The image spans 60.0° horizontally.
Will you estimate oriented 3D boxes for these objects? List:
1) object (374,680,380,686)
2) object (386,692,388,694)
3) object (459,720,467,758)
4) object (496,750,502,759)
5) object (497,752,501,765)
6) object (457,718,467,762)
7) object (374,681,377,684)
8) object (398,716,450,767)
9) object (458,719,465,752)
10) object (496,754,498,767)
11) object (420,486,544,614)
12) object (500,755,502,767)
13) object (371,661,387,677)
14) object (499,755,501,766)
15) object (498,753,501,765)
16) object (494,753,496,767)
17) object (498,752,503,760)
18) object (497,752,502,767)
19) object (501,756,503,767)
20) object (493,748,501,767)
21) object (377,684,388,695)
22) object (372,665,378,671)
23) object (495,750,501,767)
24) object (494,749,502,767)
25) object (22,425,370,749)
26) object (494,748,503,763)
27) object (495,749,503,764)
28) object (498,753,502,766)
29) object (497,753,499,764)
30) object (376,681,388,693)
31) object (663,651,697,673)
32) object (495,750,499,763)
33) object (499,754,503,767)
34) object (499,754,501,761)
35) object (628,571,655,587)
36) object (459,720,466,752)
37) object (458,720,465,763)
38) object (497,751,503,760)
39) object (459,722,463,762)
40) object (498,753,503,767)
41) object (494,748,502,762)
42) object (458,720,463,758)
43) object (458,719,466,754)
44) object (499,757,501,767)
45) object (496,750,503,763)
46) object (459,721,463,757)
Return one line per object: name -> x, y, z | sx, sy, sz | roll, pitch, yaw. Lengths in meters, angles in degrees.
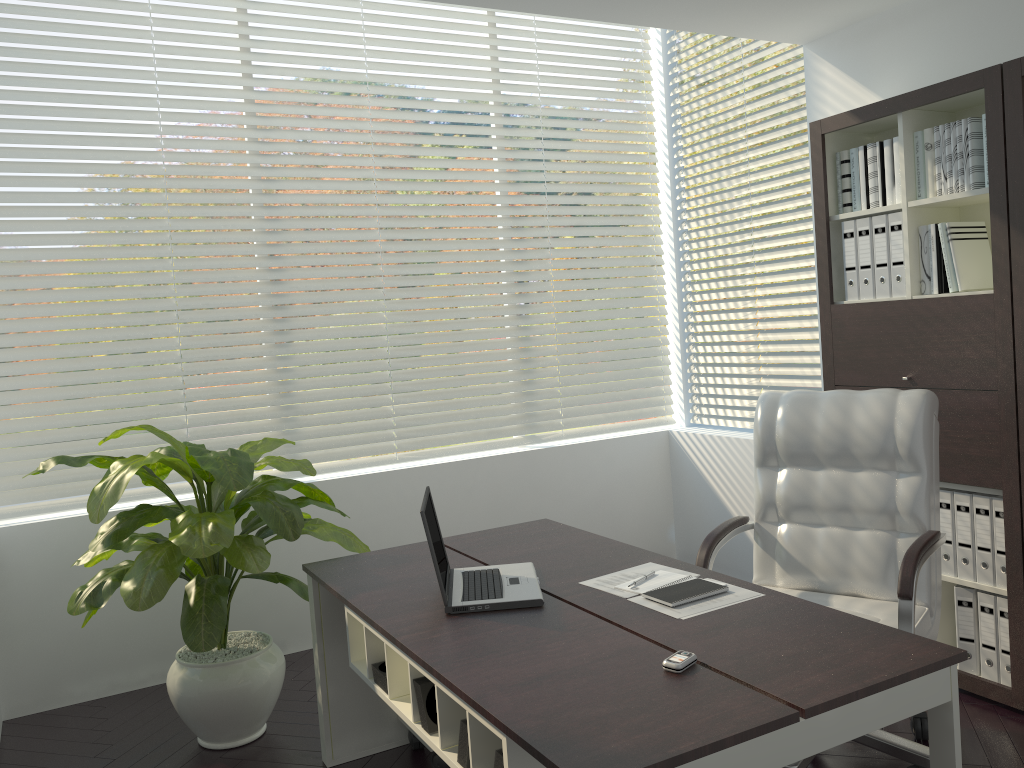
object -> -0.316, 0.857, 2.561 | 0.133, 0.002, 0.119 | -6, 4, -28
object -> -0.316, 0.859, 2.561 | 0.133, 0.002, 0.119 | -6, 4, -28
object -> -0.059, 0.817, 2.065 | 0.133, 0.113, 0.039 | -6, 3, -28
object -> 0.023, 0.821, 1.910 | 0.133, 0.113, 0.039 | -6, 3, -28
object -> 0.026, 0.821, 1.904 | 0.133, 0.113, 0.039 | -6, 3, -28
object -> -0.063, 0.817, 2.073 | 0.133, 0.113, 0.039 | -6, 3, -28
object -> -0.315, 0.861, 2.560 | 0.133, 0.002, 0.119 | -6, 4, -28
object -> -0.079, 0.933, 3.143 | 0.605, 0.675, 0.327 | -6, 3, -28
object -> -0.063, 0.817, 2.073 | 0.133, 0.113, 0.040 | -6, 3, -28
object -> 0.024, 0.822, 1.908 | 0.133, 0.113, 0.040 | -6, 3, -28
object -> -0.088, 0.461, 2.590 | 0.320, 0.288, 0.380 | -4, 3, -3
object -> 0.031, 0.822, 1.894 | 0.133, 0.113, 0.040 | -6, 3, -28
object -> -0.326, 0.815, 2.572 | 0.133, 0.002, 0.119 | -6, 4, -28
object -> 0.029, 0.822, 1.898 | 0.133, 0.113, 0.040 | -6, 3, -28
object -> 0.027, 0.822, 1.902 | 0.133, 0.113, 0.040 | -6, 3, -28
object -> 0.020, 0.821, 1.916 | 0.133, 0.113, 0.040 | -6, 3, -28
object -> 0.027, 0.821, 1.902 | 0.133, 0.113, 0.039 | -6, 3, -28
object -> 0.026, 0.822, 1.904 | 0.133, 0.113, 0.040 | -6, 3, -28
object -> 0.034, 0.822, 1.889 | 0.133, 0.113, 0.040 | -6, 3, -28
object -> 0.018, 0.821, 1.918 | 0.133, 0.113, 0.039 | -6, 3, -28
object -> -0.315, 0.861, 2.560 | 0.133, 0.002, 0.119 | -6, 4, -28
object -> -0.326, 0.815, 2.572 | 0.133, 0.002, 0.119 | -6, 4, -28
object -> 0.022, 0.821, 1.912 | 0.133, 0.113, 0.040 | -6, 3, -28
object -> 0.020, 0.821, 1.914 | 0.133, 0.113, 0.039 | -6, 3, -28
object -> -1.116, 0.731, 3.322 | 1.026, 1.197, 1.122 | -1, 4, 41
object -> 0.019, 0.821, 1.916 | 0.133, 0.113, 0.039 | -6, 3, -28
object -> 0.021, 0.821, 1.912 | 0.133, 0.113, 0.039 | -6, 3, -28
object -> 0.028, 0.821, 1.900 | 0.133, 0.113, 0.039 | -6, 3, -28
object -> 0.025, 0.822, 1.906 | 0.133, 0.113, 0.040 | -6, 3, -28
object -> -0.317, 0.855, 2.562 | 0.133, 0.002, 0.119 | -6, 4, -28
object -> 0.367, 0.605, 1.935 | 0.047, 0.021, 0.084 | -1, 5, 41
object -> 0.021, 0.821, 1.914 | 0.133, 0.113, 0.040 | -6, 3, -28
object -> 0.030, 0.822, 1.896 | 0.133, 0.113, 0.039 | -6, 3, -28
object -> 0.029, 0.822, 1.898 | 0.133, 0.113, 0.039 | -6, 3, -28
object -> 0.373, 0.565, 2.561 | 0.011, 0.011, 0.158 | -2, 4, 37
object -> -0.060, 0.817, 2.067 | 0.133, 0.113, 0.039 | -6, 3, -28
object -> -0.061, 0.817, 2.069 | 0.133, 0.113, 0.040 | -6, 3, -28
object -> 0.025, 0.821, 1.906 | 0.133, 0.113, 0.039 | -6, 3, -28
object -> -0.059, 0.817, 2.065 | 0.133, 0.113, 0.040 | -6, 3, -28
object -> 0.028, 0.822, 1.900 | 0.133, 0.113, 0.040 | -6, 3, -28
object -> 0.019, 0.821, 1.918 | 0.133, 0.113, 0.040 | -6, 3, -28
object -> -0.062, 0.817, 2.071 | 0.133, 0.113, 0.040 | -6, 3, -28
object -> -0.062, 0.817, 2.071 | 0.133, 0.113, 0.039 | -6, 3, -28
object -> 0.030, 0.822, 1.896 | 0.133, 0.113, 0.040 | -6, 3, -28
object -> 0.023, 0.821, 1.910 | 0.133, 0.113, 0.040 | -6, 3, -28
object -> -0.060, 0.817, 2.067 | 0.133, 0.113, 0.040 | -6, 3, -28
